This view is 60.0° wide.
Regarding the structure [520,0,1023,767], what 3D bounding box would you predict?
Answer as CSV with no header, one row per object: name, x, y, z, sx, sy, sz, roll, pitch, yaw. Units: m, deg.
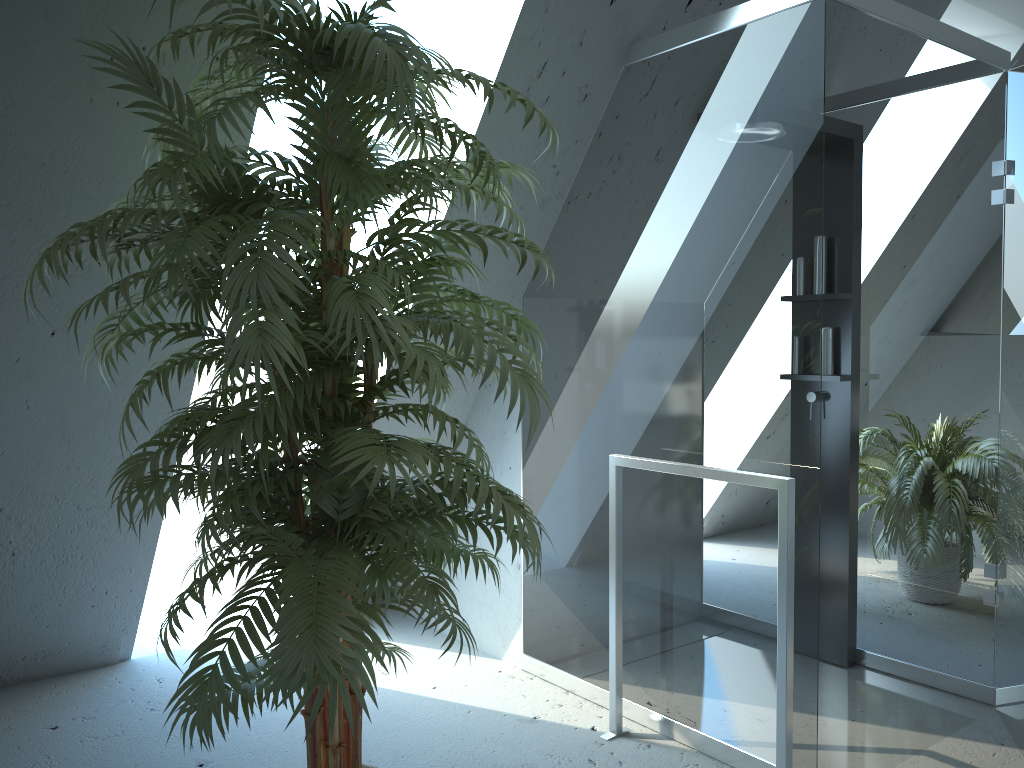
structure,0.926,0.011,2.753,1.184,2.114,1.835,-2,3,-38

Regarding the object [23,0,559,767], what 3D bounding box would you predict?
object,-0.385,0.100,1.830,1.020,2.034,0.980,0,3,11

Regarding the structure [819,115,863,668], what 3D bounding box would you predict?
structure,0.957,0.059,3.163,0.612,1.978,0.250,-2,3,-38

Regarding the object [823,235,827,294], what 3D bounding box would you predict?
object,1.130,-0.436,3.250,0.043,0.215,0.043,2,3,37

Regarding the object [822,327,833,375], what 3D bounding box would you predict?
object,1.151,-0.121,3.246,0.043,0.175,0.023,1,3,22

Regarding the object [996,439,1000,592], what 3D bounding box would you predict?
object,1.941,0.549,4.062,1.132,0.893,1.112,1,3,30
